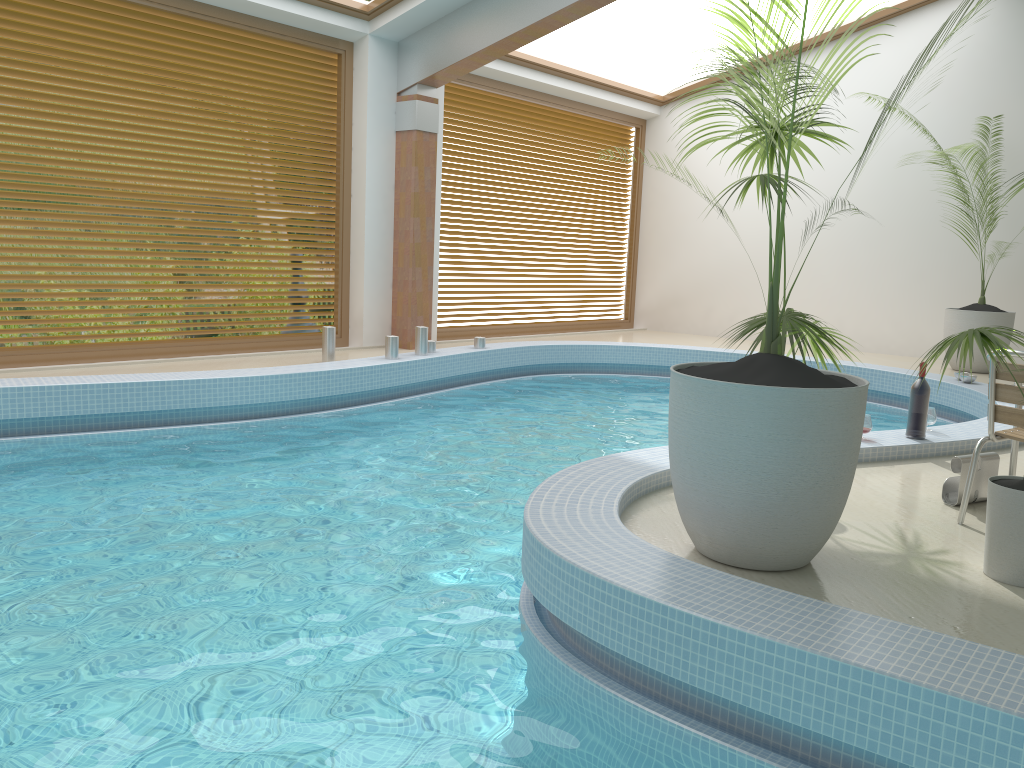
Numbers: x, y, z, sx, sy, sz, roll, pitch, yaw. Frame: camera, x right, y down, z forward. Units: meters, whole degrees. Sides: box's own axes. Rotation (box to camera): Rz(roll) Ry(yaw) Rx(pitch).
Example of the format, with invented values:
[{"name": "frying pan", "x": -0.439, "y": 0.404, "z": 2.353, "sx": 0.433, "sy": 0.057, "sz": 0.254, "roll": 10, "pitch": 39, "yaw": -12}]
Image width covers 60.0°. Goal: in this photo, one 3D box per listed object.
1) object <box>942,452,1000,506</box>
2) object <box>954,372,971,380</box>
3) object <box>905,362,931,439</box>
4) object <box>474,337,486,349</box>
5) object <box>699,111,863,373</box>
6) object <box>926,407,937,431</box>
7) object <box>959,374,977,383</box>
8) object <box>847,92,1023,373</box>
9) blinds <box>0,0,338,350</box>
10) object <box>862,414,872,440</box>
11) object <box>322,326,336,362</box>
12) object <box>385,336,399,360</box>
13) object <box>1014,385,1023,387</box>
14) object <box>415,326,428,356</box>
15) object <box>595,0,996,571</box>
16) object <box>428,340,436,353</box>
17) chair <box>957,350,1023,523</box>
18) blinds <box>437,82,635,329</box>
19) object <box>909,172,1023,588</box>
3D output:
[{"name": "object", "x": 2.059, "y": 0.421, "z": 3.981, "sx": 0.272, "sy": 0.223, "sz": 0.081, "roll": -2, "pitch": 10, "yaw": -29}, {"name": "object", "x": 3.992, "y": -0.066, "z": 7.861, "sx": 0.140, "sy": 0.069, "sz": 0.140, "roll": 4, "pitch": 8, "yaw": 9}, {"name": "object", "x": 2.305, "y": 0.091, "z": 5.017, "sx": 0.109, "sy": 0.435, "sz": 0.109, "roll": 0, "pitch": 9, "yaw": -15}, {"name": "object", "x": -0.319, "y": -0.409, "z": 8.796, "sx": 0.115, "sy": 0.107, "sz": 0.115, "roll": 2, "pitch": 8, "yaw": -1}, {"name": "object", "x": 1.164, "y": -0.358, "z": 3.958, "sx": 0.791, "sy": 1.695, "sz": 1.059, "roll": 7, "pitch": 9, "yaw": 27}, {"name": "object", "x": 2.486, "y": 0.208, "z": 5.309, "sx": 0.102, "sy": 0.137, "sz": 0.102, "roll": -5, "pitch": 11, "yaw": -40}, {"name": "object", "x": 3.949, "y": -0.042, "z": 7.684, "sx": 0.140, "sy": 0.069, "sz": 0.140, "roll": 4, "pitch": 8, "yaw": 9}, {"name": "object", "x": 5.011, "y": -1.576, "z": 9.004, "sx": 2.979, "sy": 2.960, "sz": 2.729, "roll": 3, "pitch": 8, "yaw": 5}, {"name": "blinds", "x": -3.123, "y": -1.717, "z": 7.611, "sx": 0.095, "sy": 2.921, "sz": 4.200, "roll": 10, "pitch": 11, "yaw": 40}, {"name": "object", "x": 1.956, "y": 0.238, "z": 4.948, "sx": 0.102, "sy": 0.137, "sz": 0.102, "roll": -5, "pitch": 11, "yaw": -40}, {"name": "object", "x": -1.605, "y": -0.341, "z": 7.769, "sx": 0.115, "sy": 0.320, "sz": 0.115, "roll": 2, "pitch": 8, "yaw": -1}, {"name": "object", "x": -1.034, "y": -0.315, "z": 7.638, "sx": 0.115, "sy": 0.194, "sz": 0.115, "roll": 1, "pitch": 8, "yaw": -9}, {"name": "object", "x": 4.438, "y": 0.050, "z": 7.749, "sx": 0.140, "sy": 0.069, "sz": 0.140, "roll": 4, "pitch": 8, "yaw": 9}, {"name": "object", "x": -0.817, "y": -0.389, "z": 8.007, "sx": 0.115, "sy": 0.254, "sz": 0.115, "roll": 1, "pitch": 8, "yaw": -9}, {"name": "object", "x": 1.020, "y": -0.884, "z": 3.107, "sx": 2.729, "sy": 2.960, "sz": 2.979, "roll": -3, "pitch": 10, "yaw": -32}, {"name": "object", "x": -0.764, "y": -0.348, "z": 8.248, "sx": 0.115, "sy": 0.107, "sz": 0.115, "roll": 2, "pitch": 8, "yaw": -1}, {"name": "chair", "x": 2.232, "y": 0.233, "z": 3.535, "sx": 0.563, "sy": 0.727, "sz": 0.618, "roll": -4, "pitch": 10, "yaw": -37}, {"name": "blinds", "x": 0.263, "y": -2.143, "z": 11.519, "sx": 0.095, "sy": 2.921, "sz": 4.414, "roll": 10, "pitch": 11, "yaw": 40}, {"name": "object", "x": 1.843, "y": -0.169, "z": 2.871, "sx": 0.791, "sy": 1.695, "sz": 1.059, "roll": 0, "pitch": 9, "yaw": -14}]
